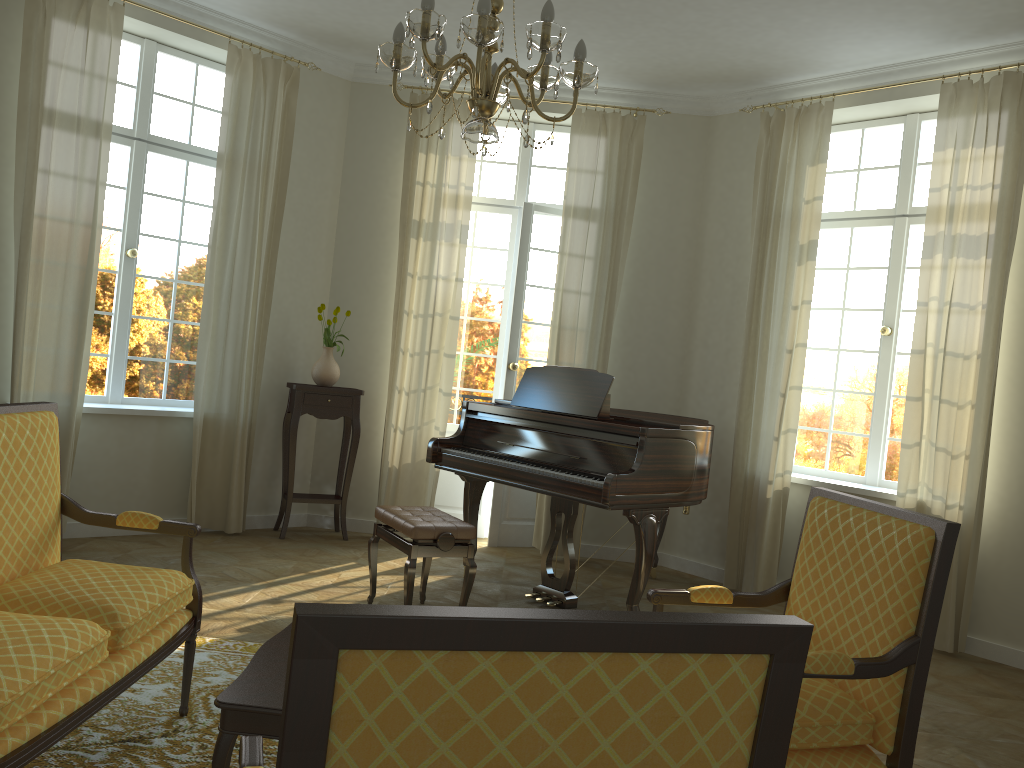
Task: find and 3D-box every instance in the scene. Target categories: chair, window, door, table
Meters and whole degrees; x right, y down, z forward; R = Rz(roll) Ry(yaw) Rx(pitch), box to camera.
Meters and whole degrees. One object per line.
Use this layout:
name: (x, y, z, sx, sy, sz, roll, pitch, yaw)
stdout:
chair: (-0.499, 0.980, 4.769, 0.385, 0.563, 0.638, 6, 1, -28)
window: (-2.630, -1.118, 6.151, 1.400, 2.550, 0.181, 5, 1, -43)
window: (2.579, -0.567, 6.014, 0.181, 2.550, 1.400, 5, 1, -43)
door: (-0.081, -0.077, 7.031, 1.385, 2.690, 0.425, 6, 1, 2)
table: (-0.311, 1.065, 2.610, 0.922, 0.494, 0.932, 6, 1, 3)
chair: (0.784, 0.879, 2.698, 0.671, 1.083, 0.730, 6, 1, -14)
chair: (-1.440, 0.645, 2.574, 0.680, 1.083, 1.389, 6, 1, 1)
window: (0.102, -1.775, 7.191, 1.380, 0.680, 0.055, 6, 1, 1)
chair: (-0.073, 0.807, 1.392, 0.730, 1.083, 0.671, 6, 1, -17)
table: (-1.448, 0.573, 6.616, 0.522, 1.114, 0.344, 6, 1, -23)

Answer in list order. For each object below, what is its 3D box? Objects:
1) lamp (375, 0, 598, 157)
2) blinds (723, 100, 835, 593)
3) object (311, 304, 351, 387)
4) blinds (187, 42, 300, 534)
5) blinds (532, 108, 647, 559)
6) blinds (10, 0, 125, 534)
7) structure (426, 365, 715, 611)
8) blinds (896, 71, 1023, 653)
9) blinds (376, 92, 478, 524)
lamp: (-0.033, -1.546, 2.983, 0.661, 1.466, 0.662, 6, 1, -29)
blinds: (1.766, -0.240, 6.126, 0.162, 3.384, 0.554, 5, 1, -38)
object: (-1.360, -0.284, 6.600, 0.242, 0.609, 0.264, 6, 1, 26)
blinds: (-1.925, -0.629, 6.267, 0.552, 3.381, 0.159, 5, 1, -41)
blinds: (0.561, -0.374, 6.684, 0.554, 3.386, 0.162, 6, 1, -4)
blinds: (-2.789, -0.710, 5.375, 0.554, 3.385, 0.162, 5, 1, -38)
structure: (0.637, 0.647, 5.651, 1.856, 1.439, 1.514, 5, 1, -43)
blinds: (2.652, -0.132, 5.258, 0.159, 3.381, 0.552, 5, 1, -41)
blinds: (-0.674, -0.502, 6.766, 0.552, 3.386, 0.159, 6, 1, -1)
